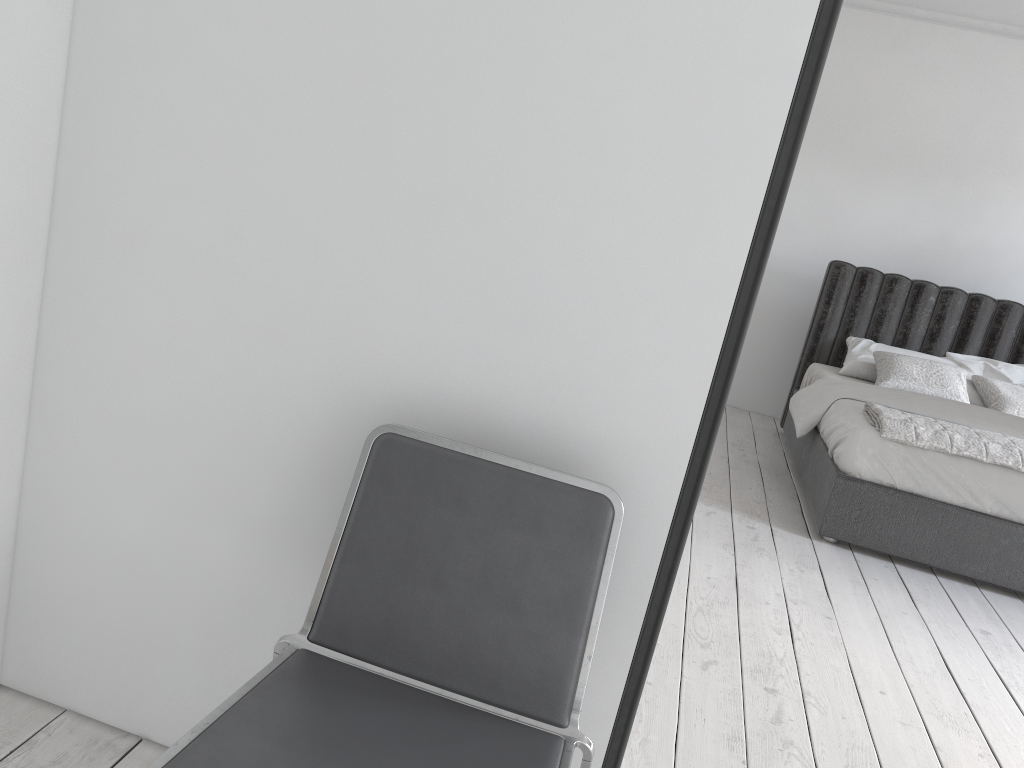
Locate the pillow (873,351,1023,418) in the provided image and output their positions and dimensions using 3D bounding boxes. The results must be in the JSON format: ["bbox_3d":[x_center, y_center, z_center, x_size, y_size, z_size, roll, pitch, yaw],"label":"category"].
[{"bbox_3d":[2.594,0.048,4.971,1.146,0.225,0.416,14,13,3],"label":"pillow"}]

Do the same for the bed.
[{"bbox_3d":[2.459,0.162,4.575,1.888,1.167,2.177,15,13,10],"label":"bed"}]

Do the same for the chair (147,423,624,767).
[{"bbox_3d":[-0.166,0.529,1.218,0.562,0.797,0.525,15,13,10],"label":"chair"}]

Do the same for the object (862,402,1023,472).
[{"bbox_3d":[2.261,0.328,3.771,1.460,0.104,0.405,15,13,10],"label":"object"}]
